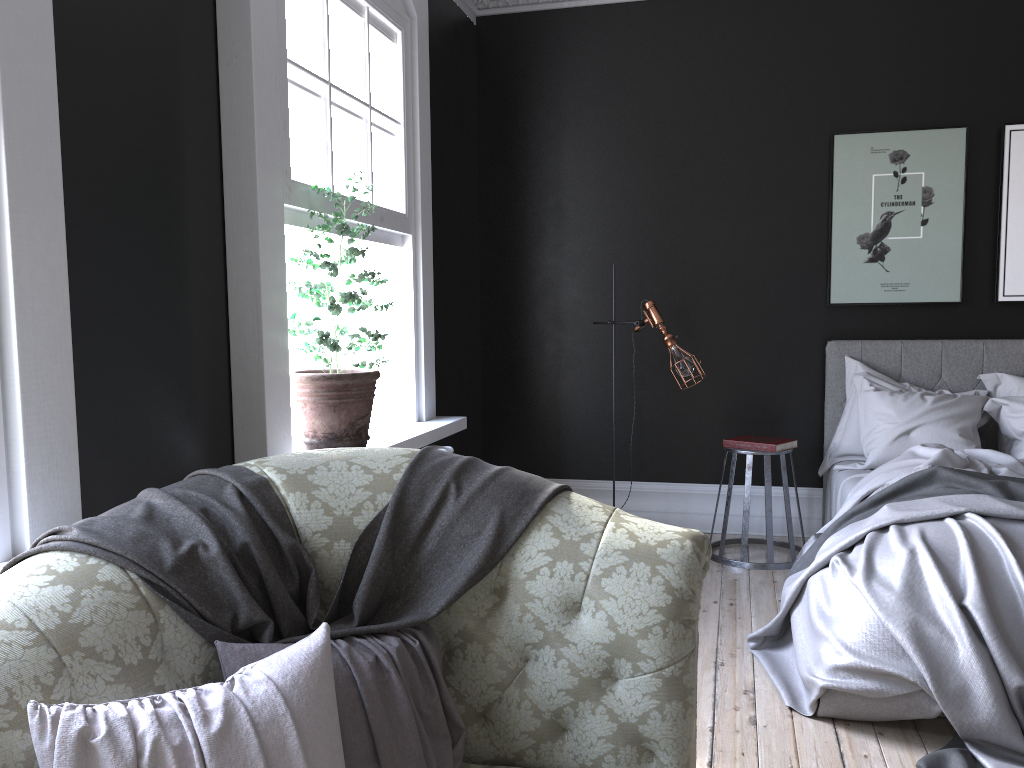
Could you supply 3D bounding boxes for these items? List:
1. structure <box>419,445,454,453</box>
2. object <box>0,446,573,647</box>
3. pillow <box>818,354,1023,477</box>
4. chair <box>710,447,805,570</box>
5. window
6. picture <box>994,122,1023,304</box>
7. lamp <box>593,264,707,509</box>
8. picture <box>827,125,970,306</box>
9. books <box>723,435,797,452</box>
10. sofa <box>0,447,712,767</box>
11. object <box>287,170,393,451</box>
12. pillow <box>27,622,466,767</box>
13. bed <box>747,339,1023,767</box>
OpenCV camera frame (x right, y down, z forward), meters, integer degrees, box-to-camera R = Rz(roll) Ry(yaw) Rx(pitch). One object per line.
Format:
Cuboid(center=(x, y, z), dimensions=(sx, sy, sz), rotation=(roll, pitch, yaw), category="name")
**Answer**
Cuboid(center=(-0.516, 0.768, 4.094), dimensions=(0.276, 0.850, 1.139), rotation=(1, 5, 14), category="structure")
Cuboid(center=(-0.438, 0.472, 2.113), dimensions=(1.366, 0.586, 0.516), rotation=(-3, 5, -26), category="object")
Cuboid(center=(2.743, 0.219, 5.092), dimensions=(1.830, 0.761, 0.679), rotation=(0, 5, 14), category="pillow")
Cuboid(center=(1.490, 0.715, 5.379), dimensions=(0.613, 0.674, 0.612), rotation=(-4, 6, -31), category="chair")
Cuboid(center=(-0.746, -1.247, 3.946), dimensions=(0.056, 1.019, 1.261), rotation=(1, 5, 14), category="window")
Cuboid(center=(3.333, -1.027, 5.280), dimensions=(0.791, 1.080, 0.014), rotation=(1, 6, 14), category="picture")
Cuboid(center=(0.494, 0.138, 5.733), dimensions=(0.436, 1.782, 1.716), rotation=(-5, 6, -37), category="lamp")
Cuboid(center=(2.392, -1.034, 5.516), dimensions=(0.791, 1.080, 0.014), rotation=(1, 6, 14), category="picture")
Cuboid(center=(1.497, 0.358, 5.342), dimensions=(0.346, 0.045, 0.275), rotation=(4, 6, 44), category="books")
Cuboid(center=(-0.571, 0.832, 1.187), dimensions=(1.606, 1.163, 2.808), rotation=(1, 5, 15), category="sofa")
Cuboid(center=(-0.697, -0.275, 3.585), dimensions=(0.474, 1.136, 0.505), rotation=(-4, 6, -36), category="object")
Cuboid(center=(-0.399, 0.685, 1.665), dimensions=(0.405, 0.462, 0.962), rotation=(1, 5, 22), category="pillow")
Cuboid(center=(2.417, 0.488, 4.051), dimensions=(2.765, 1.300, 3.278), rotation=(0, 4, 3), category="bed")
